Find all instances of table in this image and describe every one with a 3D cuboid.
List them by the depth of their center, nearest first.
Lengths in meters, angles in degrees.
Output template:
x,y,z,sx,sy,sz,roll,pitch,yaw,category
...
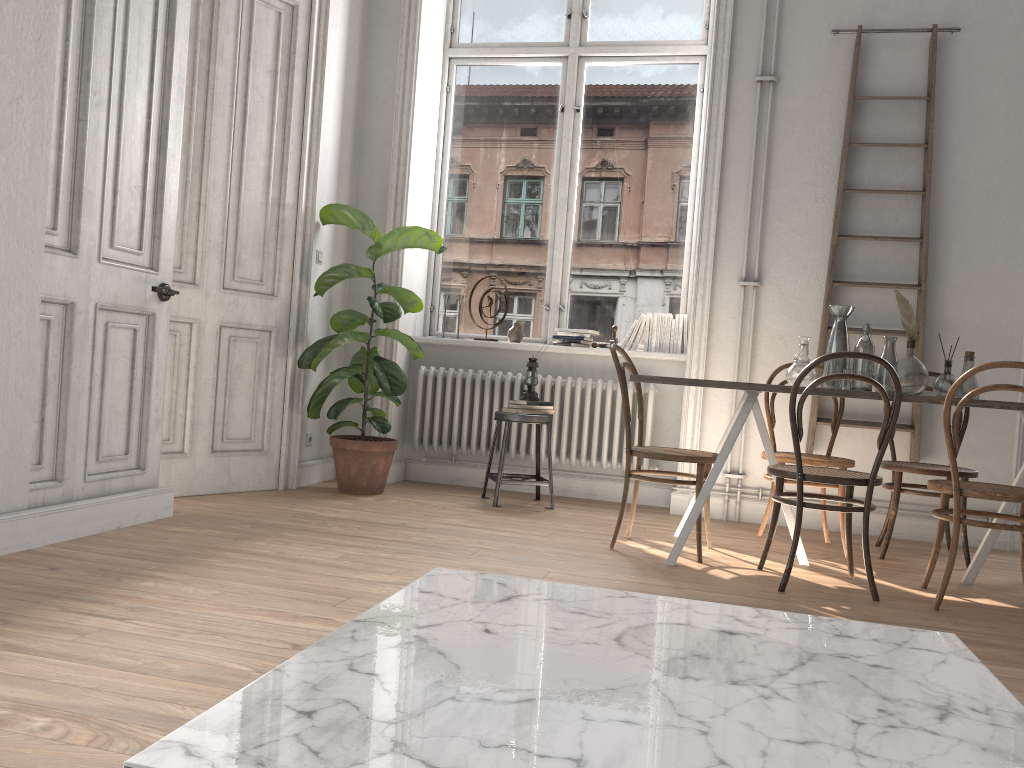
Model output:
x,y,z,sx,sy,sz,roll,pitch,yaw,category
0.166,0.549,1.069,0.849,0.392,0.849,4,1,13,table
1.638,0.435,3.845,2.200,0.780,1.100,4,1,13,table

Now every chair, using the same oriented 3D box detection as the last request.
x,y,z,sx,sy,sz,roll,pitch,yaw,category
1.800,0.384,3.325,0.437,0.921,0.549,5,1,24,chair
1.241,0.340,3.494,0.438,0.921,0.549,4,1,9,chair
0.691,0.293,4.044,0.549,0.921,0.438,5,1,22,chair
2.037,0.390,4.353,0.437,0.921,0.549,5,1,20,chair
1.463,0.346,4.407,0.438,0.921,0.549,4,1,11,chair
0.050,0.430,5.131,0.364,0.523,0.360,4,1,-13,chair

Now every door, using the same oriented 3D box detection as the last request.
x,y,z,sx,sy,sz,roll,pitch,yaw,category
-1.622,-0.825,3.371,0.216,2.815,1.097,5,1,15,door
-1.517,-0.831,4.541,0.216,2.815,1.097,5,1,38,door

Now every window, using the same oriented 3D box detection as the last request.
x,y,z,sx,sy,sz,roll,pitch,yaw,category
0.379,-1.710,5.830,1.622,2.843,0.013,5,1,13,window

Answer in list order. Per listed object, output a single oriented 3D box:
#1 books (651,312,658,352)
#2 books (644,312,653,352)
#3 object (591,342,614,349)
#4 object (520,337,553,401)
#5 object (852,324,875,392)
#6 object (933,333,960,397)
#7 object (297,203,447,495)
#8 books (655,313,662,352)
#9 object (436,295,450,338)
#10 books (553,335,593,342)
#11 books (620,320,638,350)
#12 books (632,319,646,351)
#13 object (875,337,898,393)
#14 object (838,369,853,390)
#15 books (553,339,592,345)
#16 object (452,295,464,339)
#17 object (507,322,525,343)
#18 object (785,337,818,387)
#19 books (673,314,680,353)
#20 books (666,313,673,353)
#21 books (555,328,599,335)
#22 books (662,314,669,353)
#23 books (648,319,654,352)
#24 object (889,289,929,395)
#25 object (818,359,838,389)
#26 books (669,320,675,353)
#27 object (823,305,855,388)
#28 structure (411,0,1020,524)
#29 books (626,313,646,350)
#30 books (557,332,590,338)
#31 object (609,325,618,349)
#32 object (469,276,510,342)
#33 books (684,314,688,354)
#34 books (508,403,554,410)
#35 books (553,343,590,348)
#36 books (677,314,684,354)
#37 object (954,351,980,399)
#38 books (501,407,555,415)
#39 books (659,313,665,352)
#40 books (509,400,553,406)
x,y,z,sx,sy,sz,roll,pitch,yaw,category
0.896,-0.317,5.533,0.024,0.243,0.175,5,1,13,books
0.856,-0.320,5.575,0.024,0.243,0.175,5,1,13,books
0.565,-0.245,5.612,0.153,0.048,0.088,4,1,-37,object
0.144,-0.092,5.175,0.163,0.383,0.154,4,1,-13,object
1.552,-0.115,3.909,0.086,0.301,0.086,4,1,-1,object
1.879,-0.080,3.822,0.107,0.283,0.106,4,1,8,object
1.597,-0.106,4.293,5.826,1.842,0.792,5,1,18,object
0.919,-0.316,5.537,0.019,0.244,0.174,5,1,13,books
-0.445,-0.443,5.871,0.095,0.289,0.095,5,2,45,object
0.389,-0.290,5.647,0.221,0.023,0.147,5,1,29,books
0.742,-0.306,5.583,0.105,0.194,0.155,4,1,12,books
0.804,-0.305,5.566,0.072,0.203,0.155,5,1,13,books
1.677,-0.082,3.954,0.098,0.255,0.100,4,1,-10,object
1.446,-0.017,3.836,0.058,0.094,0.058,5,1,41,object
0.386,-0.268,5.649,0.205,0.022,0.155,5,1,33,books
-0.345,-0.435,5.788,0.095,0.289,0.095,5,1,36,object
0.025,-0.334,5.718,0.100,0.142,0.102,4,1,-12,object
1.260,-0.094,3.846,0.132,0.219,0.132,4,1,3,object
1.029,-0.307,5.534,0.024,0.243,0.175,5,1,13,books
0.980,-0.311,5.523,0.019,0.244,0.174,5,1,13,books
0.416,-0.334,5.649,0.243,0.019,0.174,5,1,23,books
0.964,-0.312,5.549,0.024,0.243,0.175,5,1,13,books
0.876,-0.300,5.549,0.020,0.205,0.155,5,1,13,books
1.704,-0.174,3.782,0.156,0.446,0.157,5,1,31,object
1.411,-0.053,3.941,0.083,0.158,0.083,4,1,9,object
1.001,-0.290,5.519,0.020,0.205,0.155,5,1,13,books
1.486,-0.162,4.039,0.116,0.383,0.116,5,1,24,object
2.007,-1.402,5.028,5.181,4.474,0.340,4,1,13,structure
0.780,-0.323,5.570,0.100,0.235,0.174,5,1,13,books
0.390,-0.311,5.634,0.205,0.020,0.155,4,1,3,books
0.639,-0.290,5.537,0.048,0.153,0.088,4,1,-17,object
-0.151,-0.488,5.763,0.087,0.425,0.347,3,1,-44,object
1.079,-0.303,5.499,0.040,0.244,0.174,5,1,13,books
0.108,0.132,5.153,0.232,0.029,0.162,4,1,-16,books
0.379,-0.246,5.654,0.147,0.023,0.221,4,1,-28,books
1.049,-0.305,5.509,0.024,0.243,0.175,5,1,13,books
1.991,-0.036,3.873,0.101,0.212,0.101,3,1,-37,object
0.094,0.157,5.154,0.246,0.034,0.194,4,1,-37,books
0.943,-0.314,5.549,0.019,0.244,0.174,5,1,13,books
0.112,0.110,5.153,0.221,0.027,0.147,4,1,-45,books
